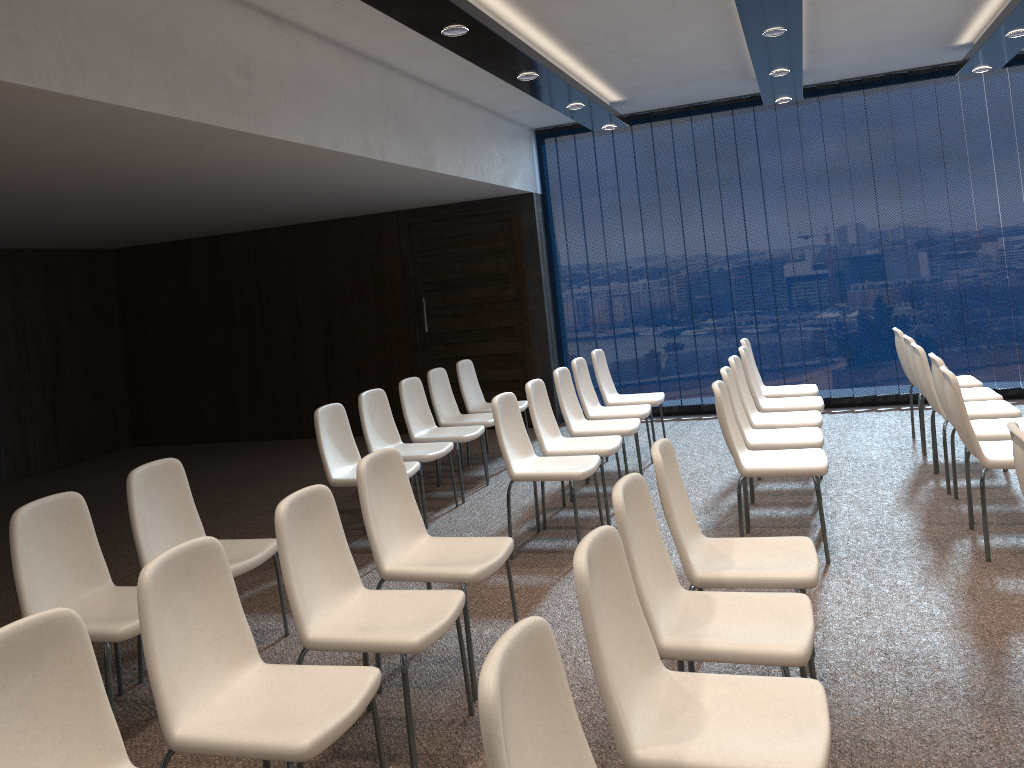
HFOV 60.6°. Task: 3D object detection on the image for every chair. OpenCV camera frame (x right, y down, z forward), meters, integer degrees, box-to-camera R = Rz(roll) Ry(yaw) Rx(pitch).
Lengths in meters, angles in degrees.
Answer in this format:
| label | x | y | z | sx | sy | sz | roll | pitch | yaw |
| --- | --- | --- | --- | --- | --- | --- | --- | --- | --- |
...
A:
| label | x | y | z | sx | sy | sz | roll | pitch | yaw |
| --- | --- | --- | --- | --- | --- | --- | --- | --- | --- |
| chair | 1.781 | 0.248 | 5.855 | 0.555 | 0.903 | 0.534 | -6 | 0 | 21 |
| chair | 0.278 | 0.916 | 1.565 | 0.555 | 0.903 | 0.534 | -6 | 0 | 19 |
| chair | -0.520 | 0.388 | 6.677 | 0.555 | 0.903 | 0.534 | -6 | 0 | 19 |
| chair | 0.218 | 0.494 | 5.149 | 0.555 | 0.903 | 0.534 | -6 | 0 | 20 |
| chair | -0.159 | 0.218 | 7.788 | 0.555 | 0.903 | 0.534 | -6 | 0 | 18 |
| chair | -1.582 | 0.887 | 3.418 | 0.555 | 0.903 | 0.534 | -6 | 0 | 17 |
| chair | 1.998 | 0.157 | 6.435 | 0.555 | 0.903 | 0.534 | -6 | 0 | 20 |
| chair | -1.397 | 0.798 | 4.007 | 0.555 | 0.903 | 0.534 | -6 | 0 | 18 |
| chair | 0.485 | 0.825 | 2.142 | 0.555 | 0.903 | 0.534 | -6 | 0 | 21 |
| chair | 2.167 | 0.068 | 7.036 | 0.555 | 0.903 | 0.534 | -6 | 0 | 20 |
| chair | -0.475 | 0.816 | 3.054 | 0.555 | 0.903 | 0.534 | -6 | 0 | 17 |
| chair | 0.643 | 0.741 | 2.711 | 0.555 | 0.903 | 0.534 | -6 | 0 | 21 |
| chair | -0.303 | 0.726 | 3.660 | 0.555 | 0.903 | 0.534 | -6 | 0 | 20 |
| chair | 2.500 | 0.350 | 4.382 | 0.555 | 0.903 | 0.534 | -6 | 0 | 20 |
| chair | 3.244 | 0.002 | 6.654 | 0.555 | 0.903 | 0.534 | -6 | 0 | 18 |
| chair | 0.420 | 0.409 | 5.690 | 0.555 | 0.903 | 0.534 | -6 | 0 | 18 |
| chair | 0.798 | 0.230 | 6.865 | 0.555 | 0.903 | 0.534 | -6 | 0 | 19 |
| chair | 1.592 | 0.334 | 5.299 | 0.555 | 0.903 | 0.534 | -6 | 0 | 19 |
| chair | 1.004 | 0.139 | 7.441 | 0.555 | 0.903 | 0.534 | -6 | 0 | 19 |
| chair | 3.058 | 0.091 | 6.065 | 0.555 | 0.903 | 0.534 | -6 | 0 | 17 |
| chair | 0.628 | 0.317 | 6.276 | 0.555 | 0.903 | 0.534 | -6 | 0 | 18 |
| chair | -0.726 | 0.478 | 6.104 | 0.555 | 0.903 | 0.534 | -6 | 0 | 21 |
| chair | -0.692 | 0.908 | 2.472 | 0.555 | 0.903 | 0.534 | -6 | 0 | 17 |
| chair | -0.897 | 0.566 | 5.510 | 0.555 | 0.903 | 0.534 | -6 | 0 | 18 |
| chair | -0.362 | 0.304 | 7.244 | 0.555 | 0.903 | 0.534 | -6 | 0 | 18 |
| chair | 2.709 | 0.261 | 4.946 | 0.555 | 0.903 | 0.534 | -6 | 0 | 19 |
| chair | 0.845 | 0.656 | 3.250 | 0.555 | 0.903 | 0.534 | -6 | 0 | 17 |
| chair | 2.008 | 0.579 | 2.892 | 0.555 | 0.903 | 0.534 | -6 | 0 | 21 |
| chair | 1.408 | 0.423 | 4.714 | 0.555 | 0.903 | 0.534 | -6 | 0 | 18 |
| chair | 2.877 | 0.173 | 5.540 | 0.555 | 0.903 | 0.534 | -6 | 0 | 18 |
| chair | -0.878 | 0.992 | 1.926 | 0.555 | 0.903 | 0.534 | -6 | 0 | 21 |

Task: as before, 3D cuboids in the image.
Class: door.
| label | x | y | z | sx | sy | sz | roll | pitch | yaw |
| --- | --- | --- | --- | --- | --- | --- | --- | --- | --- |
| door | -0.454 | -0.709 | 9.482 | 1.393 | 2.413 | 0.269 | -6 | -2 | 18 |

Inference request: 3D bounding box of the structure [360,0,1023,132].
| label | x | y | z | sx | sy | sz | roll | pitch | yaw |
| --- | --- | --- | --- | --- | --- | --- | --- | --- | --- |
| structure | 5.714 | -2.381 | 2.665 | 13.087 | 0.230 | 8.145 | -4 | 7 | 19 |
